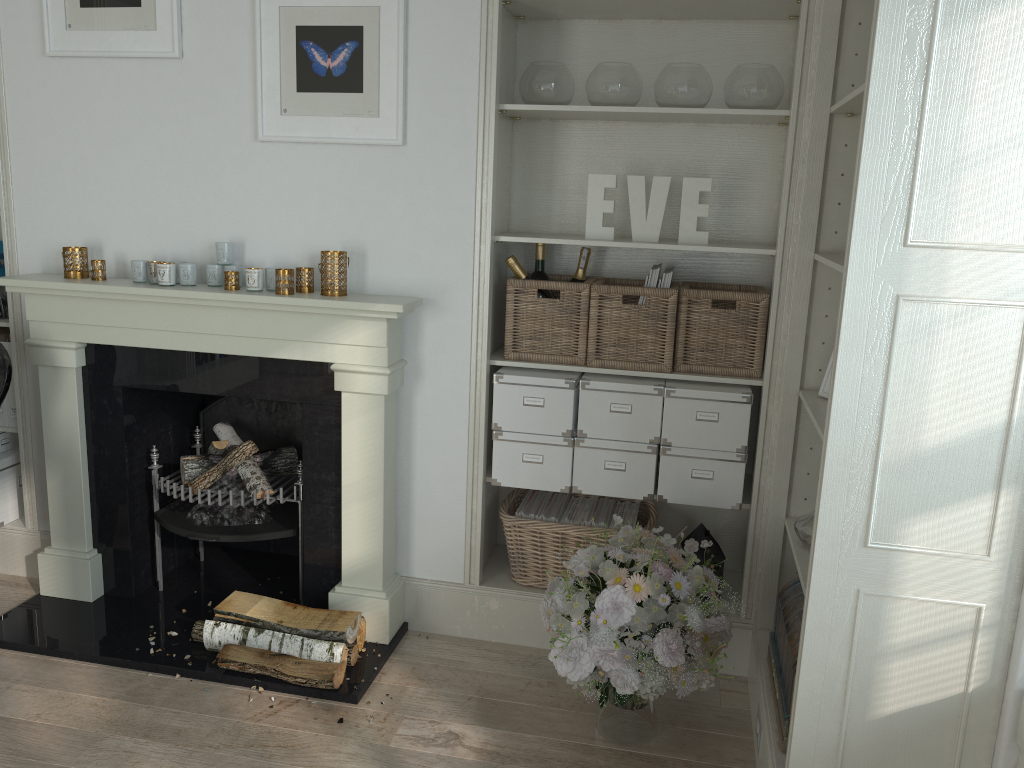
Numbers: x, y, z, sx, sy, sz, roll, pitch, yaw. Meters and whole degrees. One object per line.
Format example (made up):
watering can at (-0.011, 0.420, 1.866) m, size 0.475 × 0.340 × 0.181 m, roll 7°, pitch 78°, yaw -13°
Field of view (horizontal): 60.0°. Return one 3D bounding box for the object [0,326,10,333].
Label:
object at (-2.086, -0.053, 3.530) m, size 0.188 × 0.360 × 0.294 m, roll 5°, pitch 12°, yaw 11°

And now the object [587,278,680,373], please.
object at (0.410, -0.203, 2.968) m, size 0.276 × 0.270 × 0.275 m, roll 5°, pitch 12°, yaw 11°

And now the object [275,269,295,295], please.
object at (-0.725, -0.326, 2.828) m, size 0.060 × 0.079 × 0.060 m, roll -1°, pitch 13°, yaw -17°

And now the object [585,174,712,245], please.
object at (0.438, -0.562, 2.853) m, size 0.393 × 0.207 × 0.039 m, roll 5°, pitch 12°, yaw 11°

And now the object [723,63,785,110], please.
object at (0.746, -0.909, 2.742) m, size 0.185 × 0.140 × 0.185 m, roll 9°, pitch 14°, yaw 30°

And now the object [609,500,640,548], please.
object at (0.393, 0.559, 3.124) m, size 0.088 × 0.238 × 0.274 m, roll 5°, pitch 12°, yaw 11°

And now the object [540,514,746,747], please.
object at (0.349, 0.706, 2.544) m, size 0.544 × 0.643 × 0.570 m, roll 3°, pitch 12°, yaw 2°

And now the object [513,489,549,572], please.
object at (0.077, 0.532, 3.193) m, size 0.088 × 0.238 × 0.274 m, roll 5°, pitch 12°, yaw 11°

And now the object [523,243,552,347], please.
object at (0.093, -0.318, 3.098) m, size 0.095 × 0.377 × 0.095 m, roll -9°, pitch 16°, yaw -42°

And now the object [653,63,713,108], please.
object at (0.536, -0.926, 2.783) m, size 0.185 × 0.140 × 0.185 m, roll 9°, pitch 14°, yaw 30°

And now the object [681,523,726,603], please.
object at (0.653, 0.607, 3.039) m, size 0.135 × 0.248 × 0.135 m, roll 3°, pitch 12°, yaw 1°

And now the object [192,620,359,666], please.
object at (-0.778, 0.843, 2.897) m, size 0.561 × 0.078 × 0.078 m, roll 5°, pitch 12°, yaw 12°

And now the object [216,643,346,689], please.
object at (-0.714, 0.874, 2.746) m, size 0.389 × 0.085 × 0.109 m, roll 5°, pitch 12°, yaw 12°

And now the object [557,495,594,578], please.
object at (0.228, 0.546, 3.156) m, size 0.088 × 0.238 × 0.274 m, roll 5°, pitch 12°, yaw 11°

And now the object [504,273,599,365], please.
object at (0.140, -0.230, 3.041) m, size 0.276 × 0.270 × 0.275 m, roll 5°, pitch 12°, yaw 11°

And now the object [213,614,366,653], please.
object at (-0.747, 0.806, 2.964) m, size 0.516 × 0.123 × 0.118 m, roll 4°, pitch 12°, yaw 9°

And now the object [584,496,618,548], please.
object at (0.312, 0.553, 3.140) m, size 0.088 × 0.238 × 0.274 m, roll 5°, pitch 12°, yaw 11°

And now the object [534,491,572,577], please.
object at (0.148, 0.539, 3.172) m, size 0.088 × 0.238 × 0.274 m, roll 5°, pitch 12°, yaw 11°

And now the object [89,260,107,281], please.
object at (-1.403, -0.385, 3.003) m, size 0.047 × 0.068 × 0.054 m, roll 12°, pitch 15°, yaw 38°

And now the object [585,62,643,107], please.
object at (0.325, -0.944, 2.824) m, size 0.185 × 0.140 × 0.185 m, roll 9°, pitch 14°, yaw 30°

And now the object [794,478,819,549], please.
object at (0.883, 0.366, 2.518) m, size 0.148 × 0.200 × 0.148 m, roll -2°, pitch 13°, yaw -21°

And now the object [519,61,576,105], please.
object at (0.114, -0.961, 2.864) m, size 0.185 × 0.140 × 0.185 m, roll 9°, pitch 14°, yaw 30°

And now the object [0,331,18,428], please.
object at (-1.896, -0.046, 3.491) m, size 0.188 × 0.378 × 0.294 m, roll 5°, pitch 12°, yaw 11°

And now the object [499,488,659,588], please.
object at (0.233, 0.557, 3.159) m, size 0.554 × 0.263 × 0.408 m, roll 5°, pitch 12°, yaw 11°

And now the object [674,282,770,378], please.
object at (0.690, -0.187, 2.944) m, size 0.276 × 0.270 × 0.275 m, roll 5°, pitch 12°, yaw 11°

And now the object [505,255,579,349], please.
object at (0.111, -0.264, 2.978) m, size 0.284 × 0.332 × 0.095 m, roll 0°, pitch 12°, yaw -10°

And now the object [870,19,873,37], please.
object at (0.961, -0.784, 1.939) m, size 0.329 × 0.249 × 0.329 m, roll -1°, pitch 12°, yaw -14°

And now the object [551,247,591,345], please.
object at (0.205, -0.296, 3.080) m, size 0.127 × 0.361 × 0.094 m, roll 5°, pitch 12°, yaw 11°

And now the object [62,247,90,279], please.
object at (-1.496, -0.416, 3.041) m, size 0.080 × 0.104 × 0.080 m, roll -2°, pitch 13°, yaw -21°

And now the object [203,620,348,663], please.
object at (-0.750, 0.834, 2.813) m, size 0.483 × 0.128 × 0.084 m, roll 5°, pitch 12°, yaw 13°

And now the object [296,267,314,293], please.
object at (-0.677, -0.339, 2.898) m, size 0.060 × 0.079 × 0.060 m, roll -2°, pitch 13°, yaw -21°

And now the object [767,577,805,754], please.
object at (0.860, 0.735, 2.367) m, size 0.290 × 0.297 × 0.475 m, roll 5°, pitch 12°, yaw 11°

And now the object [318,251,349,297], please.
object at (-0.570, -0.355, 2.849) m, size 0.090 × 0.140 × 0.087 m, roll -8°, pitch 16°, yaw -40°
